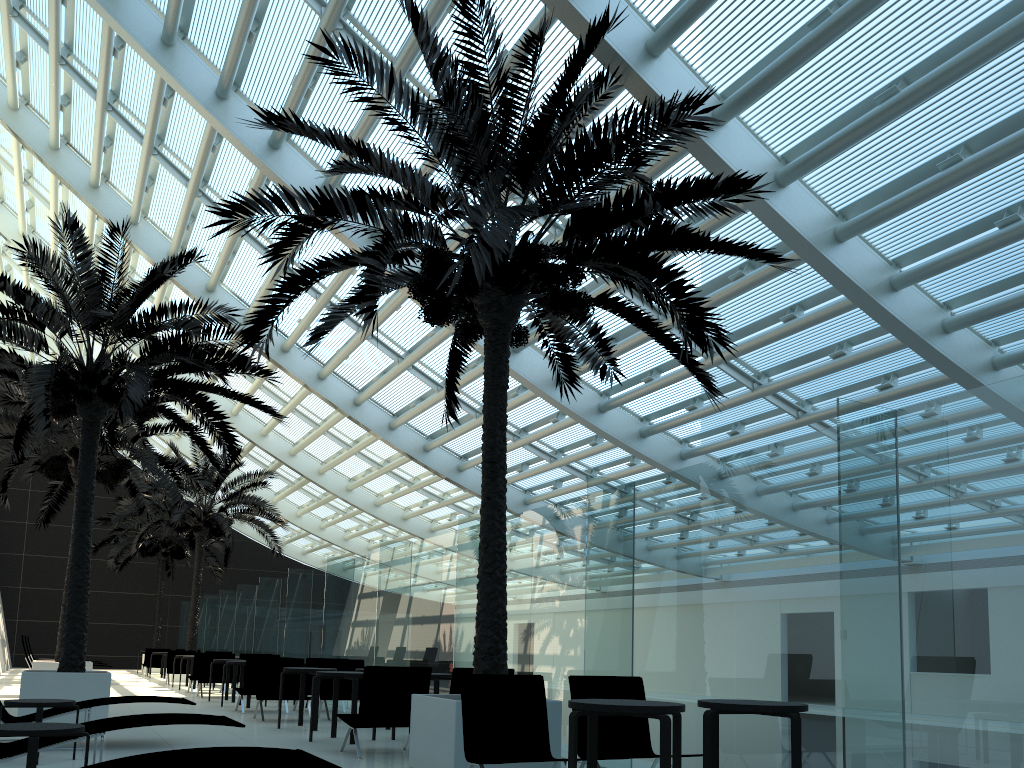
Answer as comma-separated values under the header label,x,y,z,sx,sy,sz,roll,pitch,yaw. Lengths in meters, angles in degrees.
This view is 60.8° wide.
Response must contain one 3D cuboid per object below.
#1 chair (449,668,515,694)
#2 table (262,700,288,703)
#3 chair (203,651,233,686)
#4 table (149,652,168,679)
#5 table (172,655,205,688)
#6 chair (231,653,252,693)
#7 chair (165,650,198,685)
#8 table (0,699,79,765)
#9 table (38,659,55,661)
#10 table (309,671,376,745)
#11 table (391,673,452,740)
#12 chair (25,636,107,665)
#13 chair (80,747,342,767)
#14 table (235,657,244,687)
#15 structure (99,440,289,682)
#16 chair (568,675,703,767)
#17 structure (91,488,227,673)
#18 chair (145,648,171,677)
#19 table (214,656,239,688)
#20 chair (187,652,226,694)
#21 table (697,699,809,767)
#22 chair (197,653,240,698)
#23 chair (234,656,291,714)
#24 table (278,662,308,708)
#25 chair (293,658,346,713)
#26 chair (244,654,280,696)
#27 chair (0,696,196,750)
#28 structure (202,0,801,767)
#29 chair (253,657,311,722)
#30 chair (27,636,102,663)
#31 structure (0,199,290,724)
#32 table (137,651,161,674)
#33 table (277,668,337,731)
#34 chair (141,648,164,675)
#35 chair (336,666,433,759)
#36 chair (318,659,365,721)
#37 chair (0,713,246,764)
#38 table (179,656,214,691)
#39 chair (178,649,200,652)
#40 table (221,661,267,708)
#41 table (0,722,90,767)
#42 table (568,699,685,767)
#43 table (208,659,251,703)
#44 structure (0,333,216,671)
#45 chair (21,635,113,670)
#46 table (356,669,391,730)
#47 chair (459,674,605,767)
label,x,y,z,sx,sy,sz,roll,pitch,yaw
chair,-0.500,3.471,9.328,0.723,0.856,0.912,7,-14,-26
table,-4.422,5.734,16.818,0.680,0.753,0.703,-1,-12,11
chair,-7.658,7.475,22.925,0.723,0.856,0.912,7,-14,-26
table,-10.539,8.521,26.386,0.680,0.753,0.703,-1,-12,11
table,-7.896,7.039,21.354,0.680,0.753,0.703,-1,-12,11
chair,-5.833,6.462,19.482,0.723,0.856,0.912,7,-14,-26
chair,-8.484,7.320,22.499,0.723,0.856,0.912,7,-14,-26
table,-4.127,3.015,7.587,0.555,0.499,0.573,-2,-13,15
table,-13.183,8.093,24.829,0.555,0.499,0.573,-2,-13,15
table,-1.903,3.673,9.926,0.681,0.753,0.703,-2,-12,15
table,-1.044,3.834,10.368,0.681,0.753,0.703,-2,-12,15
chair,-12.141,7.454,23.721,2.057,1.116,0.947,9,-14,-27
chair,-1.923,1.724,4.267,2.057,1.116,0.947,9,-14,-27
table,-6.377,6.825,20.522,0.681,0.753,0.703,-2,-12,15
structure,-9.040,5.028,25.017,4.882,6.774,4.544,9,-12,-33
chair,0.945,2.651,6.546,0.723,0.856,0.912,7,-14,-26
structure,-12.815,7.162,32.260,4.877,6.774,4.549,-8,-14,41
chair,-11.139,8.808,27.552,0.723,0.856,0.912,7,-14,-26
table,-7.037,7.200,21.797,0.680,0.753,0.703,-1,-12,11
chair,-6.659,6.306,19.056,0.723,0.856,0.912,7,-14,-26
table,1.519,2.403,5.508,0.682,0.753,0.702,-3,-13,20
chair,-5.881,5.860,17.542,0.723,0.856,0.912,7,-14,-26
chair,-4.028,4.831,14.046,0.723,0.856,0.912,7,-14,-26
table,-3.746,5.349,15.512,0.681,0.753,0.703,-2,-12,15
chair,-3.202,4.986,14.472,0.723,0.856,0.912,7,-14,-26
chair,-5.055,6.015,17.968,0.723,0.856,0.912,7,-14,-26
chair,-4.322,3.069,8.835,2.057,1.116,0.947,9,-14,-27
structure,-0.108,0.022,8.022,4.830,6.774,4.592,3,-10,-9
chair,-3.244,4.381,12.521,0.723,0.856,0.912,7,-14,-26
chair,-13.378,8.147,26.076,2.057,1.116,0.947,9,-14,-27
structure,-5.576,1.082,11.645,4.339,6.594,4.739,-7,-14,40
table,-12.494,9.612,30.090,0.682,0.753,0.702,-3,-13,20
table,-2.649,4.097,11.366,0.680,0.753,0.703,-1,-12,11
chair,-11.917,9.255,29.066,0.723,0.856,0.912,7,-14,-26
chair,-1.326,3.316,8.902,0.723,0.856,0.912,7,-14,-26
chair,-2.417,4.536,12.947,0.723,0.856,0.912,7,-14,-26
chair,-3.122,2.397,6.551,2.057,1.116,0.947,9,-14,-27
table,-7.237,6.663,20.080,0.681,0.753,0.703,-2,-12,15
chair,-10.312,8.964,27.978,0.723,0.856,0.912,7,-14,-26
table,-4.605,5.188,15.070,0.681,0.753,0.703,-2,-12,15
table,-2.928,2.343,5.303,0.555,0.499,0.573,-2,-13,15
table,0.660,2.241,5.066,0.682,0.753,0.702,-3,-13,20
table,-5.281,5.573,16.375,0.680,0.753,0.703,-1,-12,11
structure,-8.556,2.588,16.883,4.291,6.652,4.793,1,-11,6
chair,-10.941,6.781,21.438,2.057,1.116,0.947,9,-14,-27
table,-1.790,4.258,11.808,0.680,0.753,0.703,-1,-12,11
chair,0.119,2.496,6.120,0.723,0.856,0.912,7,-14,-26
